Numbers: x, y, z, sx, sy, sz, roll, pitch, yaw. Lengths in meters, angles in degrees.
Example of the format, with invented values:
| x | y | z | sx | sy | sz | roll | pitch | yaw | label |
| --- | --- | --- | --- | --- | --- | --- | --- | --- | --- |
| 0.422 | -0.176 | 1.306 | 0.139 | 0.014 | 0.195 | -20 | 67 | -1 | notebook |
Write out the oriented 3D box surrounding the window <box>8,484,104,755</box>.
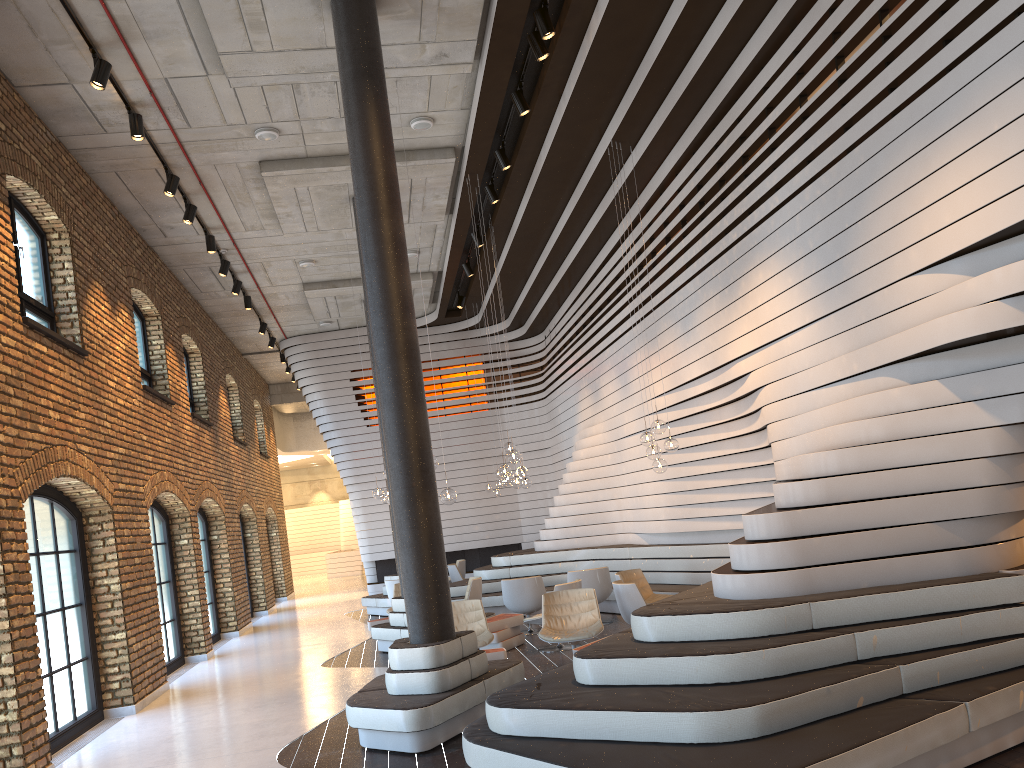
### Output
| x | y | z | sx | sy | sz | roll | pitch | yaw | label |
| --- | --- | --- | --- | --- | --- | --- | --- | --- | --- |
| -4.422 | 2.172 | 8.322 | 0.130 | 2.521 | 2.380 | -7 | -5 | -9 | window |

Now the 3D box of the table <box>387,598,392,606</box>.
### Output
| x | y | z | sx | sy | sz | roll | pitch | yaw | label |
| --- | --- | --- | --- | --- | --- | --- | --- | --- | --- |
| -1.771 | 3.951 | 15.635 | 0.905 | 0.369 | 0.417 | -7 | -5 | 0 | table |

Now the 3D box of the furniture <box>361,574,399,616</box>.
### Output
| x | y | z | sx | sy | sz | roll | pitch | yaw | label |
| --- | --- | --- | --- | --- | --- | --- | --- | --- | --- |
| -2.232 | 4.003 | 16.829 | 1.268 | 0.718 | 1.796 | -6 | -7 | -13 | furniture |

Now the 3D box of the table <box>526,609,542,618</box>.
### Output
| x | y | z | sx | sy | sz | roll | pitch | yaw | label |
| --- | --- | --- | --- | --- | --- | --- | --- | --- | --- |
| 0.548 | 3.246 | 12.762 | 0.916 | 0.368 | 0.412 | -11 | -6 | 24 | table |

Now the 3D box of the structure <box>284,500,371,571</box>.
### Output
| x | y | z | sx | sy | sz | roll | pitch | yaw | label |
| --- | --- | --- | --- | --- | --- | --- | --- | --- | --- |
| -7.598 | 6.533 | 37.470 | 4.516 | 2.849 | 5.883 | -6 | -7 | -8 | structure |

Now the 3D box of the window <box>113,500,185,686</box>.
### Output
| x | y | z | sx | sy | sz | roll | pitch | yaw | label |
| --- | --- | --- | --- | --- | --- | --- | --- | --- | --- |
| -4.950 | 2.772 | 12.081 | 0.130 | 2.521 | 2.380 | -7 | -5 | -9 | window |

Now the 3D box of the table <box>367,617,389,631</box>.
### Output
| x | y | z | sx | sy | sz | roll | pitch | yaw | label |
| --- | --- | --- | --- | --- | --- | --- | --- | --- | --- |
| -1.596 | 3.493 | 12.560 | 0.900 | 0.369 | 0.419 | -5 | -6 | -15 | table |

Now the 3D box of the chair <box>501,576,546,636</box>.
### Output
| x | y | z | sx | sy | sz | roll | pitch | yaw | label |
| --- | --- | --- | --- | --- | --- | --- | --- | --- | --- |
| 0.206 | 2.967 | 11.891 | 0.660 | 0.762 | 0.712 | -8 | -5 | 12 | chair |

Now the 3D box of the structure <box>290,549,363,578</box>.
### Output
| x | y | z | sx | sy | sz | roll | pitch | yaw | label |
| --- | --- | --- | --- | --- | --- | --- | --- | --- | --- |
| -6.954 | 7.121 | 35.193 | 2.528 | 0.892 | 7.625 | -3 | -9 | -30 | structure |

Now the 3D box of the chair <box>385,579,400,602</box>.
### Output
| x | y | z | sx | sy | sz | roll | pitch | yaw | label |
| --- | --- | --- | --- | --- | --- | --- | --- | --- | --- |
| -1.755 | 3.640 | 14.865 | 0.665 | 0.762 | 0.707 | -10 | -5 | 29 | chair |

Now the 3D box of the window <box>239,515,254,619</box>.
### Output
| x | y | z | sx | sy | sz | roll | pitch | yaw | label |
| --- | --- | --- | --- | --- | --- | --- | --- | --- | --- |
| -5.890 | 3.841 | 18.782 | 0.130 | 2.521 | 2.380 | -7 | -5 | -9 | window |

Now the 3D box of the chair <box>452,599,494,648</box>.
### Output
| x | y | z | sx | sy | sz | roll | pitch | yaw | label |
| --- | --- | --- | --- | --- | --- | --- | --- | --- | --- |
| -0.522 | 2.682 | 9.217 | 0.654 | 0.762 | 0.718 | -7 | -5 | -8 | chair |

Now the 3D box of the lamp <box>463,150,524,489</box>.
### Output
| x | y | z | sx | sy | sz | roll | pitch | yaw | label |
| --- | --- | --- | --- | --- | --- | --- | --- | --- | --- |
| -0.294 | -0.988 | 11.355 | 0.309 | 4.718 | 0.665 | -7 | -2 | 0 | lamp |

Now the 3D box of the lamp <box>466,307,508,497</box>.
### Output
| x | y | z | sx | sy | sz | roll | pitch | yaw | label |
| --- | --- | --- | --- | --- | --- | --- | --- | --- | --- |
| -0.568 | 0.005 | 18.055 | 0.549 | 4.652 | 0.292 | -8 | -2 | 17 | lamp |

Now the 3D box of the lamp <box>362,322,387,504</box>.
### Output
| x | y | z | sx | sy | sz | roll | pitch | yaw | label |
| --- | --- | --- | --- | --- | --- | --- | --- | --- | --- |
| -2.780 | 0.348 | 18.476 | 0.279 | 4.605 | 0.539 | -9 | -3 | 41 | lamp |

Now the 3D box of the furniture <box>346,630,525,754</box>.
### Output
| x | y | z | sx | sy | sz | roll | pitch | yaw | label |
| --- | --- | --- | --- | --- | --- | --- | --- | --- | --- |
| -0.794 | 2.473 | 7.323 | 1.290 | 0.718 | 1.765 | -11 | -8 | 27 | furniture |

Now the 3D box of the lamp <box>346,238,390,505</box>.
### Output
| x | y | z | sx | sy | sz | roll | pitch | yaw | label |
| --- | --- | --- | --- | --- | --- | --- | --- | --- | --- |
| -2.061 | -0.512 | 13.047 | 0.540 | 4.652 | 0.297 | -7 | -2 | -23 | lamp |

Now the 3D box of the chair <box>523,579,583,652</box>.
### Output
| x | y | z | sx | sy | sz | roll | pitch | yaw | label |
| --- | --- | --- | --- | --- | --- | --- | --- | --- | --- |
| 0.508 | 2.707 | 10.328 | 0.720 | 0.762 | 0.652 | -10 | -5 | 32 | chair |

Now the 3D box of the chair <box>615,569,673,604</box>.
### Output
| x | y | z | sx | sy | sz | roll | pitch | yaw | label |
| --- | --- | --- | --- | --- | --- | --- | --- | --- | --- |
| 1.622 | 2.577 | 10.424 | 0.721 | 0.762 | 0.651 | -11 | -6 | 36 | chair |

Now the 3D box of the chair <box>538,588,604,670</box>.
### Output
| x | y | z | sx | sy | sz | roll | pitch | yaw | label |
| --- | --- | --- | --- | --- | --- | --- | --- | --- | --- |
| 0.607 | 2.495 | 8.917 | 0.659 | 0.762 | 0.713 | -8 | -5 | 8 | chair |

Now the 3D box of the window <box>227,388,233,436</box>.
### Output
| x | y | z | sx | sy | sz | roll | pitch | yaw | label |
| --- | --- | --- | --- | --- | --- | --- | --- | --- | --- |
| -6.217 | 0.547 | 18.910 | 0.125 | 1.443 | 1.588 | -7 | -5 | -9 | window |

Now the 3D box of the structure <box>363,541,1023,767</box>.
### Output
| x | y | z | sx | sy | sz | roll | pitch | yaw | label |
| --- | --- | --- | --- | --- | --- | --- | --- | --- | --- |
| 1.027 | 2.945 | 13.053 | 5.744 | 0.922 | 18.449 | -6 | -8 | -12 | structure |

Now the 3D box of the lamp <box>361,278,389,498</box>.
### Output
| x | y | z | sx | sy | sz | roll | pitch | yaw | label |
| --- | --- | --- | --- | --- | --- | --- | --- | --- | --- |
| -2.264 | -0.064 | 15.632 | 0.279 | 4.605 | 0.539 | -9 | -3 | 43 | lamp |

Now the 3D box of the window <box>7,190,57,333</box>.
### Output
| x | y | z | sx | sy | sz | roll | pitch | yaw | label |
| --- | --- | --- | --- | --- | --- | --- | --- | --- | --- |
| -4.750 | -1.123 | 8.450 | 0.125 | 1.443 | 1.588 | -7 | -5 | -9 | window |

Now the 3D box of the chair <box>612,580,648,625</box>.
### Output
| x | y | z | sx | sy | sz | roll | pitch | yaw | label |
| --- | --- | --- | --- | --- | --- | --- | --- | --- | --- |
| 1.473 | 2.453 | 9.409 | 0.708 | 0.762 | 0.663 | -7 | -5 | -9 | chair |

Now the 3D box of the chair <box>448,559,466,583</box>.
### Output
| x | y | z | sx | sy | sz | roll | pitch | yaw | label |
| --- | --- | --- | --- | --- | --- | --- | --- | --- | --- |
| -1.267 | 4.051 | 18.212 | 0.708 | 0.762 | 0.663 | -7 | -5 | -6 | chair |

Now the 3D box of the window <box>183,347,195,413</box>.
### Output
| x | y | z | sx | sy | sz | roll | pitch | yaw | label |
| --- | --- | --- | --- | --- | --- | --- | --- | --- | --- |
| -5.673 | -0.072 | 15.030 | 0.125 | 1.443 | 1.588 | -7 | -5 | -9 | window |

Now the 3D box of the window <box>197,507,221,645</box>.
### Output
| x | y | z | sx | sy | sz | roll | pitch | yaw | label |
| --- | --- | --- | --- | --- | --- | --- | --- | --- | --- |
| -8.300 | 4.241 | 19.417 | 2.164 | 2.516 | 13.083 | -4 | -8 | -38 | window |

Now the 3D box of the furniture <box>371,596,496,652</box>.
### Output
| x | y | z | sx | sy | sz | roll | pitch | yaw | label |
| --- | --- | --- | --- | --- | --- | --- | --- | --- | --- |
| -0.950 | 3.098 | 11.600 | 1.263 | 0.718 | 1.803 | -2 | -9 | -37 | furniture |

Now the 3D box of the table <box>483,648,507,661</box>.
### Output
| x | y | z | sx | sy | sz | roll | pitch | yaw | label |
| --- | --- | --- | --- | --- | --- | --- | --- | --- | --- |
| -0.495 | 2.765 | 8.420 | 0.903 | 0.369 | 0.418 | -7 | -5 | -6 | table |

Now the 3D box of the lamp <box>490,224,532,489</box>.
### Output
| x | y | z | sx | sy | sz | roll | pitch | yaw | label |
| --- | --- | --- | --- | --- | --- | --- | --- | --- | --- |
| -0.137 | -0.726 | 13.284 | 0.292 | 4.652 | 0.549 | -7 | -2 | -13 | lamp |

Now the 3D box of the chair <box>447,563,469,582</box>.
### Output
| x | y | z | sx | sy | sz | roll | pitch | yaw | label |
| --- | --- | --- | --- | --- | --- | --- | --- | --- | --- |
| -0.859 | 3.846 | 17.130 | 0.709 | 0.762 | 0.662 | -7 | -5 | -4 | chair |

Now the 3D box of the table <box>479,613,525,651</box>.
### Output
| x | y | z | sx | sy | sz | roll | pitch | yaw | label |
| --- | --- | --- | --- | --- | --- | --- | --- | --- | --- |
| -0.141 | 3.054 | 10.783 | 0.418 | 0.368 | 0.902 | -10 | -8 | 28 | table |

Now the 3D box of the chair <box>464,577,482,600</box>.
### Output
| x | y | z | sx | sy | sz | roll | pitch | yaw | label |
| --- | --- | --- | --- | --- | --- | --- | --- | --- | --- |
| -0.739 | 3.203 | 12.697 | 0.709 | 0.762 | 0.662 | -7 | -5 | -5 | chair |

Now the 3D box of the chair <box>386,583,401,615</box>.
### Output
| x | y | z | sx | sy | sz | roll | pitch | yaw | label |
| --- | --- | --- | --- | --- | --- | --- | --- | --- | --- |
| -1.542 | 3.403 | 13.379 | 0.659 | 0.762 | 0.712 | -8 | -5 | 9 | chair |

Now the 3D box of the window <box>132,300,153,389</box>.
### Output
| x | y | z | sx | sy | sz | roll | pitch | yaw | label |
| --- | --- | --- | --- | --- | --- | --- | --- | --- | --- |
| -5.277 | -0.522 | 12.210 | 0.125 | 1.443 | 1.588 | -7 | -5 | -9 | window |

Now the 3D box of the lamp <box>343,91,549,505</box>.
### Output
| x | y | z | sx | sy | sz | roll | pitch | yaw | label |
| --- | --- | --- | --- | --- | --- | --- | --- | --- | --- |
| 1.076 | -2.083 | 3.557 | 9.000 | 4.586 | 42.412 | -6 | -8 | -9 | lamp |

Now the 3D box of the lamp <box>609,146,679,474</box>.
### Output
| x | y | z | sx | sy | sz | roll | pitch | yaw | label |
| --- | --- | --- | --- | --- | --- | --- | --- | --- | --- |
| 1.344 | -1.322 | 9.893 | 0.338 | 4.691 | 0.526 | -9 | -3 | 43 | lamp |

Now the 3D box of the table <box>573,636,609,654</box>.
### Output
| x | y | z | sx | sy | sz | roll | pitch | yaw | label |
| --- | --- | --- | --- | --- | --- | --- | --- | --- | --- |
| 0.912 | 2.538 | 8.092 | 0.897 | 0.368 | 0.420 | -2 | -7 | -35 | table |

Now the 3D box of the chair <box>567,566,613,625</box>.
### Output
| x | y | z | sx | sy | sz | roll | pitch | yaw | label |
| --- | --- | --- | --- | --- | --- | --- | --- | --- | --- |
| 1.050 | 2.863 | 11.919 | 0.656 | 0.762 | 0.716 | -7 | -5 | -1 | chair |
